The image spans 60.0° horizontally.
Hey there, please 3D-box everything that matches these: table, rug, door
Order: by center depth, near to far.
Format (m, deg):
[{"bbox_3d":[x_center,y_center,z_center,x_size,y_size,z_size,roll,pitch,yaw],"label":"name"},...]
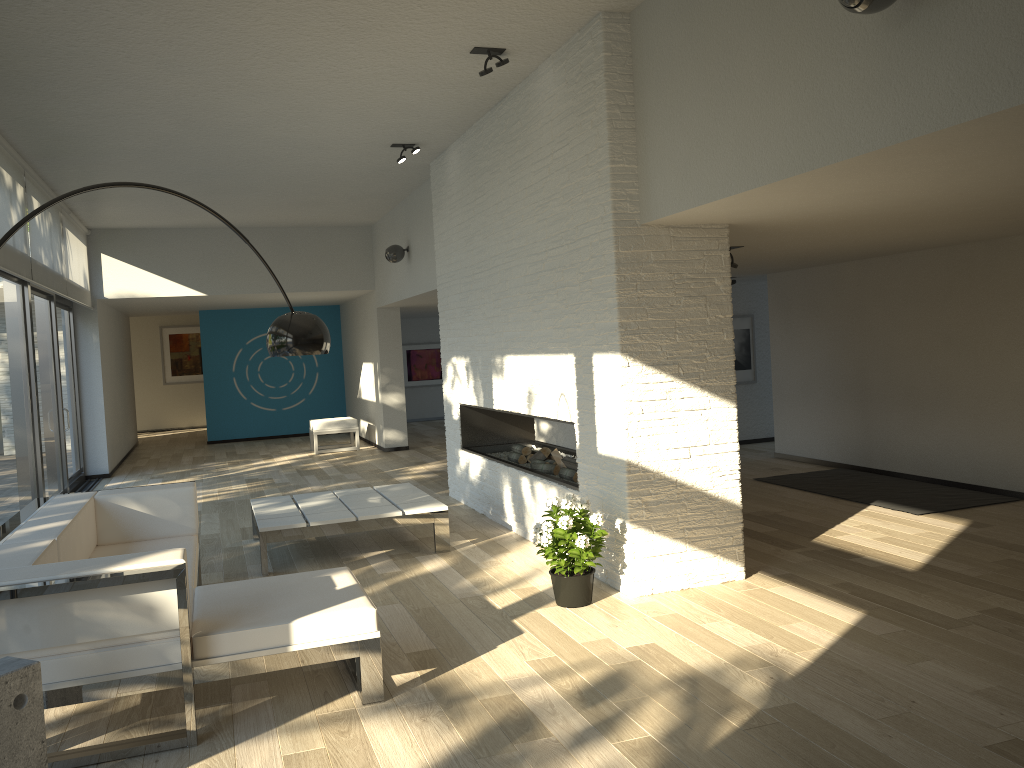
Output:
[{"bbox_3d":[-1.193,0.998,6.323,1.220,0.305,1.220,-4,3,-19],"label":"table"},{"bbox_3d":[2.989,0.860,7.330,0.979,0.011,1.999,-4,3,-19],"label":"rug"},{"bbox_3d":[-3.024,0.184,7.408,19.445,2.372,22.952,-4,3,-19],"label":"door"}]

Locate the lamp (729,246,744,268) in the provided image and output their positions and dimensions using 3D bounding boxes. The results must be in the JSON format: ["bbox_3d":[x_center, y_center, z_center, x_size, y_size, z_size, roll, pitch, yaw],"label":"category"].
[{"bbox_3d":[1.511,-0.882,6.233,0.135,0.153,0.234,-4,2,-19],"label":"lamp"}]

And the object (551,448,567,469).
[{"bbox_3d":[0.352,0.556,6.429,0.064,0.165,0.225,-4,2,-20],"label":"object"}]

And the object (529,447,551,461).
[{"bbox_3d":[0.213,0.550,6.678,0.093,0.170,0.272,-4,2,-20],"label":"object"}]

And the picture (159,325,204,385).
[{"bbox_3d":[-6.410,-0.611,18.064,1.378,1.190,0.017,-4,2,-19],"label":"picture"}]

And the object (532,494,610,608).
[{"bbox_3d":[0.310,0.863,4.630,0.405,0.571,0.431,-3,2,3],"label":"object"}]

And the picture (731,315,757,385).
[{"bbox_3d":[2.487,-0.392,10.554,0.959,0.828,0.017,-4,2,-19],"label":"picture"}]

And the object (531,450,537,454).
[{"bbox_3d":[0.185,0.580,7.128,0.082,0.073,0.237,-4,3,-20],"label":"object"}]

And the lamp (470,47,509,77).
[{"bbox_3d":[-0.118,-1.837,5.102,0.234,0.153,0.135,-4,2,-19],"label":"lamp"}]

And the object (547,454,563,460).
[{"bbox_3d":[0.313,0.553,6.629,0.064,0.060,0.229,-4,3,-18],"label":"object"}]

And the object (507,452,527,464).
[{"bbox_3d":[0.040,0.590,7.082,0.075,0.074,0.246,-4,3,-20],"label":"object"}]

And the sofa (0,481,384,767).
[{"bbox_3d":[-1.607,0.942,4.258,1.546,0.654,2.404,-4,3,-19],"label":"sofa"}]

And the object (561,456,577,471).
[{"bbox_3d":[0.428,0.549,6.045,0.093,0.088,0.260,-4,3,-20],"label":"object"}]

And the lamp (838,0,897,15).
[{"bbox_3d":[1.163,-1.262,2.775,0.315,0.203,0.201,-4,2,-19],"label":"lamp"}]

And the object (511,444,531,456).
[{"bbox_3d":[0.074,0.523,7.090,0.082,0.073,0.237,-4,3,-20],"label":"object"}]

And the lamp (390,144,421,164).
[{"bbox_3d":[-0.869,-1.894,7.298,0.234,0.153,0.135,-4,2,-19],"label":"lamp"}]

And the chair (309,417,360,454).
[{"bbox_3d":[-2.527,0.722,12.587,0.611,0.442,0.610,-4,2,-19],"label":"chair"}]

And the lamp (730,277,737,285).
[{"bbox_3d":[2.347,-1.083,9.641,0.234,0.153,0.135,-4,2,-19],"label":"lamp"}]

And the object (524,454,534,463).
[{"bbox_3d":[0.113,0.585,7.093,0.076,0.076,0.236,-4,3,-20],"label":"object"}]

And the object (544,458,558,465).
[{"bbox_3d":[0.287,0.598,6.584,0.076,0.076,0.236,-4,3,-20],"label":"object"}]

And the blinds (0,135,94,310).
[{"bbox_3d":[-3.283,-1.251,5.348,0.056,0.983,11.531,-4,3,-19],"label":"blinds"}]

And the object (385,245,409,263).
[{"bbox_3d":[-1.253,-1.446,9.841,0.315,0.203,0.201,-4,2,-19],"label":"object"}]

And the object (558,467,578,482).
[{"bbox_3d":[0.398,0.617,6.034,0.075,0.074,0.246,-4,3,-20],"label":"object"}]

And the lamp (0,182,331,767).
[{"bbox_3d":[-1.231,0.269,3.329,0.282,2.023,1.755,-2,2,24],"label":"lamp"}]

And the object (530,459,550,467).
[{"bbox_3d":[0.214,0.603,6.573,0.075,0.074,0.246,-4,3,-20],"label":"object"}]

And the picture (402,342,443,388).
[{"bbox_3d":[-1.630,-0.364,16.788,0.959,0.828,0.017,-4,2,-19],"label":"picture"}]

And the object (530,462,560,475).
[{"bbox_3d":[0.241,0.610,6.380,0.075,0.074,0.245,-5,3,-40],"label":"object"}]
